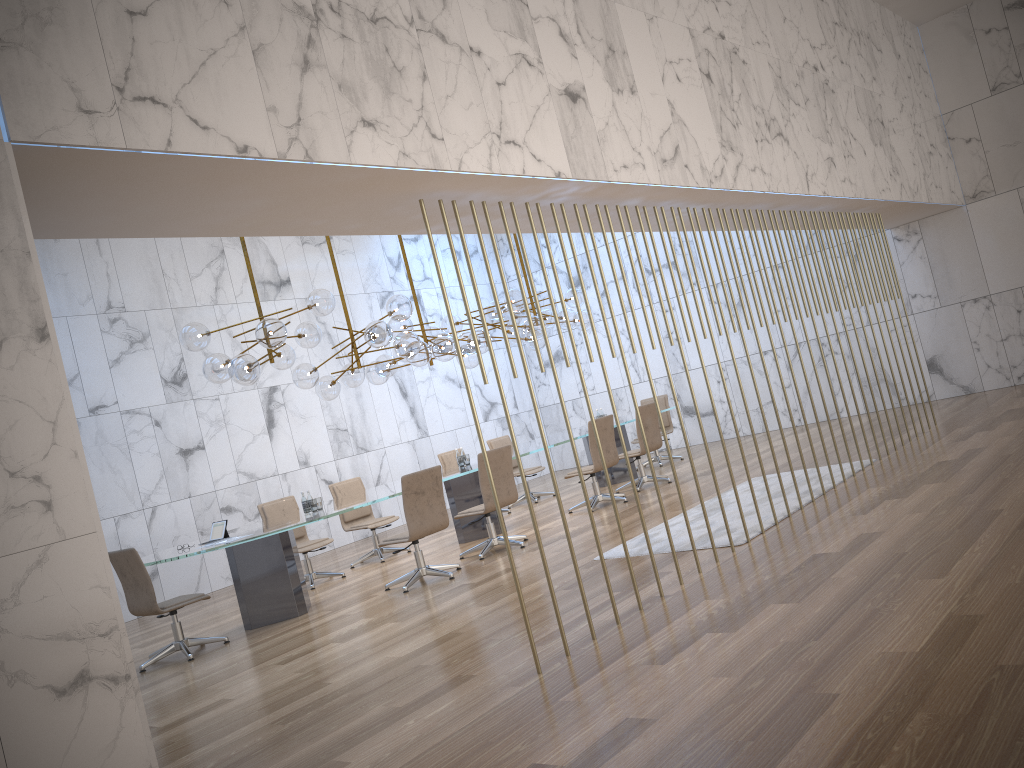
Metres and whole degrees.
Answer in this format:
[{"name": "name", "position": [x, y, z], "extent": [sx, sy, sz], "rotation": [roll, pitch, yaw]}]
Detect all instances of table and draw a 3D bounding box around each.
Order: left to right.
[{"name": "table", "position": [-0.451, 1.350, 10.272], "extent": [2.092, 0.835, 7.924], "rotation": [-16, -2, 41]}]

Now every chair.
[{"name": "chair", "position": [-2.889, 1.794, 7.404], "extent": [0.726, 1.000, 0.697], "rotation": [-16, -2, 41]}, {"name": "chair", "position": [-2.329, 1.729, 9.755], "extent": [0.697, 1.000, 0.726], "rotation": [-16, -2, 40]}, {"name": "chair", "position": [-1.700, 1.594, 10.504], "extent": [0.697, 1.000, 0.726], "rotation": [-16, -2, 40]}, {"name": "chair", "position": [-0.887, 1.309, 8.069], "extent": [0.697, 1.000, 0.726], "rotation": [-16, -2, 41]}, {"name": "chair", "position": [-0.524, 1.342, 11.905], "extent": [0.697, 1.000, 0.726], "rotation": [-16, -2, 40]}, {"name": "chair", "position": [-0.251, 1.173, 8.827], "extent": [0.697, 1.000, 0.726], "rotation": [-16, -2, 41]}, {"name": "chair", "position": [0.113, 1.206, 12.664], "extent": [0.697, 1.000, 0.726], "rotation": [-16, -2, 40]}, {"name": "chair", "position": [0.928, 0.920, 10.232], "extent": [0.697, 1.000, 0.726], "rotation": [-16, -2, 41]}, {"name": "chair", "position": [1.560, 0.785, 10.985], "extent": [0.697, 1.000, 0.726], "rotation": [-16, -2, 41]}, {"name": "chair", "position": [2.112, 0.722, 13.352], "extent": [0.726, 1.000, 0.697], "rotation": [-16, -2, 41]}]

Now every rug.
[{"name": "rug", "position": [2.073, 1.051, 7.774], "extent": [1.320, 0.034, 3.025], "rotation": [-16, -2, 40]}]

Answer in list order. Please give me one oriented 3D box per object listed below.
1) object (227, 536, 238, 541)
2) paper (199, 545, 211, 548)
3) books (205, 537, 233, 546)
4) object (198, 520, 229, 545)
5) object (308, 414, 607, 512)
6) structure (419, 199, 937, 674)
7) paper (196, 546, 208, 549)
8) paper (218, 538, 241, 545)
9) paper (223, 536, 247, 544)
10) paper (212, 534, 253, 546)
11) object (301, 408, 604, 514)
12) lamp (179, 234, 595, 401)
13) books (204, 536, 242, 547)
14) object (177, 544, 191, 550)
[{"name": "object", "position": [-2.342, 1.293, 7.429], "extent": [0.011, 0.011, 0.158], "rotation": [-15, -2, 15]}, {"name": "paper", "position": [-2.502, 1.348, 7.534], "extent": [0.210, 0.001, 0.290], "rotation": [-16, -2, 39]}, {"name": "books", "position": [-2.484, 1.333, 7.524], "extent": [0.126, 0.012, 0.205], "rotation": [-16, -2, 37]}, {"name": "object", "position": [-2.660, 1.318, 7.871], "extent": [0.255, 0.159, 0.205], "rotation": [-16, -2, 41]}, {"name": "object", "position": [-0.347, 0.840, 10.498], "extent": [0.183, 0.117, 5.112], "rotation": [-16, -2, 41]}, {"name": "structure", "position": [2.131, -0.236, 7.186], "extent": [0.023, 2.456, 7.223], "rotation": [-16, -2, 41]}, {"name": "paper", "position": [-2.515, 1.352, 7.536], "extent": [0.210, 0.001, 0.290], "rotation": [-16, -2, 38]}, {"name": "paper", "position": [-2.325, 1.299, 7.390], "extent": [0.210, 0.001, 0.290], "rotation": [-15, -2, 35]}, {"name": "paper", "position": [-2.325, 1.299, 7.390], "extent": [0.210, 0.001, 0.290], "rotation": [-15, -2, 33]}, {"name": "paper", "position": [-2.325, 1.298, 7.390], "extent": [0.210, 0.001, 0.290], "rotation": [-15, -2, 34]}, {"name": "object", "position": [-0.386, 0.801, 10.542], "extent": [0.124, 0.213, 5.189], "rotation": [-16, -2, 41]}, {"name": "lamp", "position": [-1.218, -1.359, 10.271], "extent": [1.557, 2.716, 5.672], "rotation": [-16, -2, 41]}, {"name": "books", "position": [-2.426, 1.321, 7.454], "extent": [0.239, 0.012, 0.205], "rotation": [-15, -2, 28]}, {"name": "object", "position": [-2.921, 1.448, 7.938], "extent": [0.134, 0.037, 0.096], "rotation": [-15, -2, 19]}]
